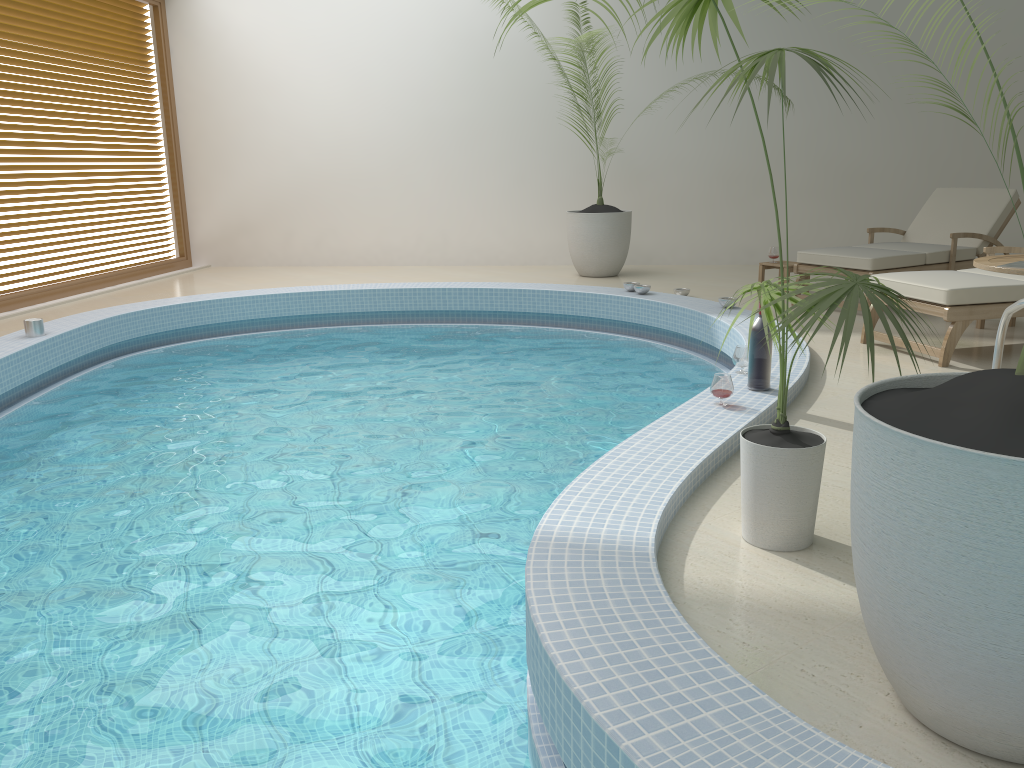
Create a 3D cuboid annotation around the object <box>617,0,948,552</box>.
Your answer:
[{"bbox_3d":[0.719,-0.361,2.553,0.791,1.695,1.059,-2,14,-5],"label":"object"}]

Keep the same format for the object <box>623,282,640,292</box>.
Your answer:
[{"bbox_3d":[0.991,-0.803,7.353,0.140,0.069,0.140,-7,15,-23],"label":"object"}]

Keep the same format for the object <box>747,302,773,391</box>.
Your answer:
[{"bbox_3d":[1.152,-0.189,4.104,0.109,0.435,0.109,11,19,41],"label":"object"}]

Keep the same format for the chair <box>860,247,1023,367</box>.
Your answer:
[{"bbox_3d":[3.179,-0.667,5.327,1.903,0.866,0.861,-5,14,-14],"label":"chair"}]

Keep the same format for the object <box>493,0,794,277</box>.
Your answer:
[{"bbox_3d":[1.018,-2.533,8.631,2.979,2.960,2.729,-8,16,-27],"label":"object"}]

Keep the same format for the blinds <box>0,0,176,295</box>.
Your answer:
[{"bbox_3d":[-4.361,-2.317,8.169,0.095,2.921,4.414,1,14,7],"label":"blinds"}]

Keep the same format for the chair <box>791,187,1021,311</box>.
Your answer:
[{"bbox_3d":[3.196,-1.099,7.062,1.903,0.866,0.861,-9,16,-30],"label":"chair"}]

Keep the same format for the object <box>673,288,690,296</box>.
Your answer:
[{"bbox_3d":[1.438,-0.768,7.511,0.140,0.069,0.140,-7,15,-23],"label":"object"}]

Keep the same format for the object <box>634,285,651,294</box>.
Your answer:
[{"bbox_3d":[1.055,-0.763,7.186,0.140,0.069,0.140,-7,15,-23],"label":"object"}]

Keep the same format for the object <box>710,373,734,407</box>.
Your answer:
[{"bbox_3d":[0.920,0.025,3.885,0.102,0.137,0.102,3,14,16],"label":"object"}]

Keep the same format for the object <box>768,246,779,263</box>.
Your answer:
[{"bbox_3d":[2.262,-1.119,7.663,0.102,0.137,0.102,5,15,21],"label":"object"}]

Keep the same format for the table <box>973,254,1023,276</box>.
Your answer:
[{"bbox_3d":[2.154,-0.109,3.458,0.700,0.720,0.700,6,16,26],"label":"table"}]

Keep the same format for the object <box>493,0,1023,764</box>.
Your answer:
[{"bbox_3d":[0.991,-0.808,1.688,2.979,2.960,2.729,5,15,24],"label":"object"}]

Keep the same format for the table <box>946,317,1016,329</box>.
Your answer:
[{"bbox_3d":[3.215,-0.537,6.068,0.283,0.255,0.320,-5,14,-14],"label":"table"}]

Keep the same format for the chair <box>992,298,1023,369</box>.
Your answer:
[{"bbox_3d":[1.913,0.037,2.843,0.618,0.727,0.563,4,15,19],"label":"chair"}]

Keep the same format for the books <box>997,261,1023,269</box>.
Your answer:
[{"bbox_3d":[1.943,-0.442,3.311,0.241,0.004,0.166,-13,18,-40],"label":"books"}]

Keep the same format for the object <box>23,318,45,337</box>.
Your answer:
[{"bbox_3d":[-3.139,-0.371,5.827,0.115,0.107,0.115,-10,17,-33],"label":"object"}]

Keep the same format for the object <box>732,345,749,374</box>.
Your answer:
[{"bbox_3d":[1.161,-0.123,4.462,0.102,0.137,0.102,3,14,16],"label":"object"}]

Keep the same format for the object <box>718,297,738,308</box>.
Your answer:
[{"bbox_3d":[1.571,-0.588,6.447,0.140,0.069,0.140,-7,15,-23],"label":"object"}]

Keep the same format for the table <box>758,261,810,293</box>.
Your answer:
[{"bbox_3d":[2.347,-0.915,7.651,0.283,0.255,0.320,-9,16,-30],"label":"table"}]
